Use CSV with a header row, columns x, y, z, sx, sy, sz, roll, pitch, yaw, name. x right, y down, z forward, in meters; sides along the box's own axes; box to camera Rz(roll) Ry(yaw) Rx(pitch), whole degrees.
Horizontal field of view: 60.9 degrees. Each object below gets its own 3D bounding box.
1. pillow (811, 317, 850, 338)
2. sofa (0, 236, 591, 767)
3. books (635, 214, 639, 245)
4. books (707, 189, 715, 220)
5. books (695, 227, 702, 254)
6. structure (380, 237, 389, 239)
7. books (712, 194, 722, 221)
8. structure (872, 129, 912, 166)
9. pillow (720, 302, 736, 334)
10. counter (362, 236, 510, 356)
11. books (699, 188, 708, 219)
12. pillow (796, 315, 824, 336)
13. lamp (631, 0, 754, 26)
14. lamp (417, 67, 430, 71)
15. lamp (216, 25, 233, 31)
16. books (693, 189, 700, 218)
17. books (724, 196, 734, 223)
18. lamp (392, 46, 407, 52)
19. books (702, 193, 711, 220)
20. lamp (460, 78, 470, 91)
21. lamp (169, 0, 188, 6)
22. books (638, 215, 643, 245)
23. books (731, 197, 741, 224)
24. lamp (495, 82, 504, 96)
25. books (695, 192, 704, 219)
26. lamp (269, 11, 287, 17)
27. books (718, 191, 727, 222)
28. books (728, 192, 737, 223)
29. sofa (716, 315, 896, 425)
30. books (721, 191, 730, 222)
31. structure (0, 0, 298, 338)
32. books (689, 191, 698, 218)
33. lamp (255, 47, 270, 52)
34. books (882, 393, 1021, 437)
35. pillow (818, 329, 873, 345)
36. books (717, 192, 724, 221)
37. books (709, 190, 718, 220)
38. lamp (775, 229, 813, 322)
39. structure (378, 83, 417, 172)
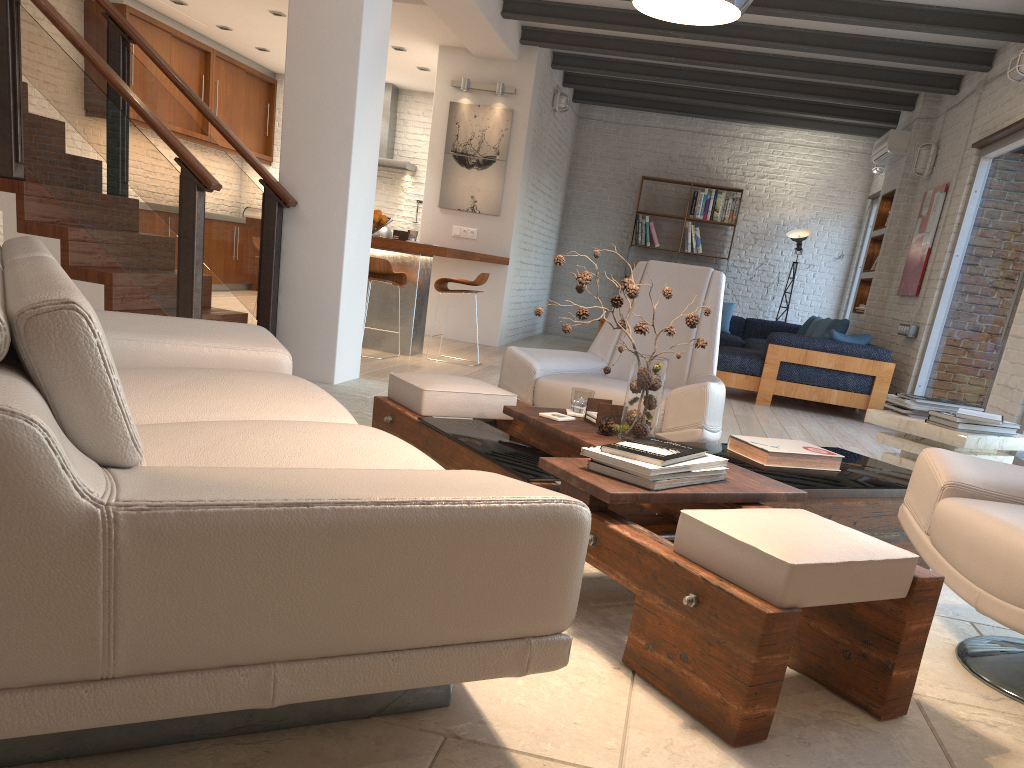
x,y,z,sx,sy,sz,roll,pitch,yaw,name
3.290,-0.496,9.106,0.253,0.433,1.169,11,9,10,pillow
-0.895,0.098,2.206,1.145,0.788,2.235,2,11,-30,sofa
1.687,-2.070,11.718,0.091,0.401,0.234,11,15,10,books
2.611,-2.344,11.454,0.036,0.400,0.234,11,15,10,books
2.480,-1.904,11.607,0.157,0.343,0.245,11,14,9,books
-1.946,-1.987,11.732,0.808,0.033,0.569,10,8,9,structure
2.688,-2.302,11.446,0.055,0.344,0.245,11,14,10,books
3.941,-2.460,9.094,0.199,0.228,0.787,11,9,10,structure
2.523,-0.866,11.022,0.553,0.427,0.214,10,15,7,pillow
-1.144,-0.869,8.197,1.677,0.958,2.410,10,9,9,counter
2.521,-2.360,11.472,0.036,0.400,0.234,11,15,10,books
3.557,-0.610,10.383,0.242,0.414,1.068,11,9,9,pillow
0.927,-0.369,1.538,0.316,2.450,1.961,-8,21,-43,lamp
-1.004,-3.602,9.915,0.123,0.057,0.119,10,10,9,lamp
-3.083,-3.837,9.349,0.123,0.057,0.119,10,10,9,lamp
2.438,-2.362,11.501,0.020,0.374,0.261,11,14,10,books
2.836,-2.278,11.434,0.055,0.344,0.245,11,14,10,books
-1.173,-3.510,9.076,0.123,0.057,0.119,10,10,9,lamp
2.565,-2.326,11.488,0.055,0.344,0.245,11,14,10,books
-0.466,-2.974,8.661,0.077,0.109,0.078,19,17,36,lamp
-3.252,-3.745,8.509,0.123,0.057,0.119,10,10,9,lamp
1.725,-2.065,11.720,0.091,0.401,0.234,11,15,10,books
2.935,-2.264,11.441,0.055,0.344,0.245,11,14,10,books
-0.121,-2.915,8.612,0.077,0.109,0.078,19,17,36,lamp
2.471,-2.340,11.483,0.055,0.344,0.245,11,14,10,books
-2.245,-3.572,8.365,0.123,0.057,0.119,10,10,9,lamp
2.763,-2.321,11.455,0.036,0.400,0.234,11,15,10,books
2.888,-2.298,11.424,0.036,0.400,0.234,11,15,10,books
2.603,-0.348,9.486,2.068,0.688,3.815,10,8,10,sofa
2.796,-2.313,11.437,0.036,0.400,0.234,11,15,10,books
-1.469,-2.252,5.522,10.103,4.317,13.379,10,9,9,structure
2.399,-2.355,11.512,0.055,0.344,0.245,11,14,10,books
-2.914,-3.929,10.188,0.123,0.057,0.119,10,10,9,lamp
1.895,0.136,3.706,0.390,0.083,0.544,8,8,-7,books
2.925,-0.324,7.870,0.565,0.342,0.361,2,14,-30,pillow
2.730,-2.311,11.450,0.020,0.374,0.261,11,14,10,books
2.649,-2.339,11.458,0.036,0.400,0.234,11,15,10,books
3.701,-1.046,11.251,0.508,1.924,0.826,3,16,-18,lamp
-1.731,-3.381,11.368,0.981,1.036,0.439,10,16,8,structure
